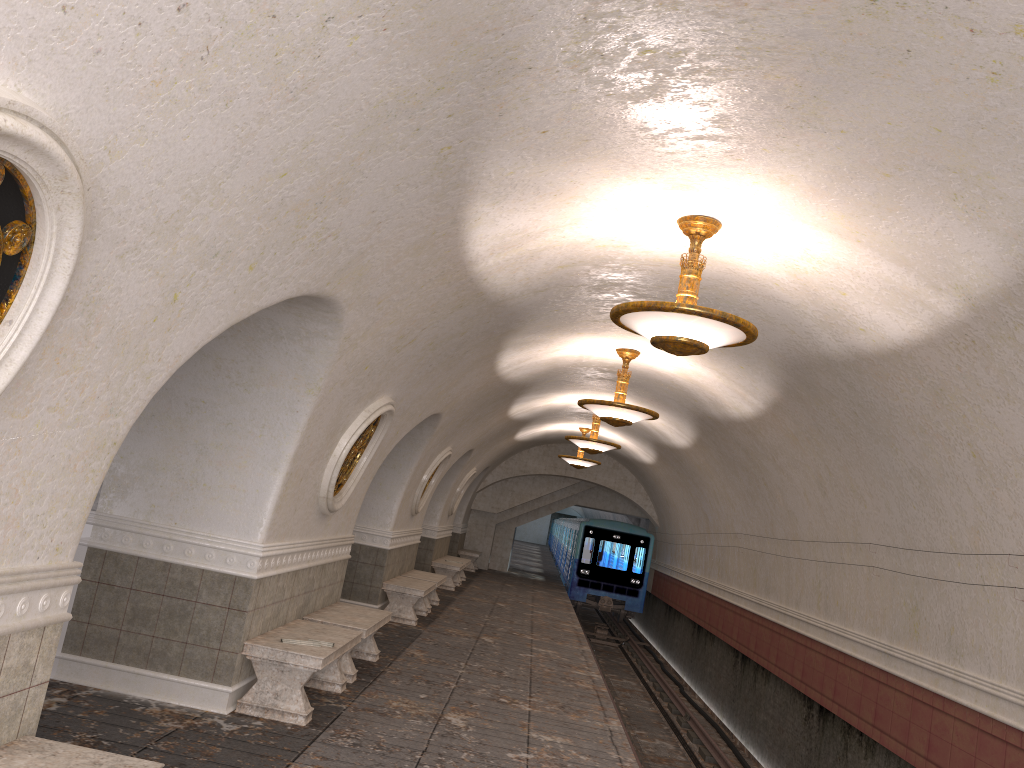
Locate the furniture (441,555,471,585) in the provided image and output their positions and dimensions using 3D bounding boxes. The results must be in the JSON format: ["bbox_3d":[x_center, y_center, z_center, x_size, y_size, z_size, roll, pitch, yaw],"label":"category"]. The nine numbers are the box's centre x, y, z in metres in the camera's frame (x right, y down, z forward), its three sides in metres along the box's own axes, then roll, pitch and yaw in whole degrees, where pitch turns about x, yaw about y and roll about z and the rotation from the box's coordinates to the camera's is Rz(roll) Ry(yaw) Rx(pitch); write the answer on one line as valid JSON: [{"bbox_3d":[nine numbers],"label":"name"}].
[{"bbox_3d":[-1.349,4.345,20.747,0.613,0.508,1.509,10,-8,3],"label":"furniture"}]

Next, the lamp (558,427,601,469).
[{"bbox_3d":[1.602,1.495,20.445,1.008,0.955,1.008,18,-11,-41],"label":"lamp"}]

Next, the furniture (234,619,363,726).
[{"bbox_3d":[-1.710,2.317,7.238,0.613,0.508,1.509,10,-8,3],"label":"furniture"}]

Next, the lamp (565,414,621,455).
[{"bbox_3d":[1.474,0.778,15.670,1.008,0.955,1.008,8,-9,19],"label":"lamp"}]

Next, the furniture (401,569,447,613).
[{"bbox_3d":[-1.507,3.460,14.853,0.613,0.508,1.509,10,-8,3],"label":"furniture"}]

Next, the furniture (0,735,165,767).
[{"bbox_3d":[-1.825,1.674,2.960,0.613,0.508,1.509,10,-8,3],"label":"furniture"}]

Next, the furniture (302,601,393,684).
[{"bbox_3d":[-1.666,2.566,8.901,0.613,0.508,1.509,10,-8,3],"label":"furniture"}]

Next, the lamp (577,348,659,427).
[{"bbox_3d":[1.347,0.062,10.897,1.008,0.955,1.008,8,-9,19],"label":"lamp"}]

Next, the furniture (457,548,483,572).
[{"bbox_3d":[-1.227,5.031,25.315,0.613,0.508,1.509,10,-8,3],"label":"furniture"}]

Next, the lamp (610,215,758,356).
[{"bbox_3d":[1.219,-0.655,6.122,1.008,0.955,1.008,13,-8,-13],"label":"lamp"}]

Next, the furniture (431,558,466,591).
[{"bbox_3d":[-1.394,4.095,19.085,0.613,0.508,1.509,10,-8,3],"label":"furniture"}]

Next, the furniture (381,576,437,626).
[{"bbox_3d":[-1.551,3.210,13.190,0.613,0.508,1.509,10,-8,3],"label":"furniture"}]
